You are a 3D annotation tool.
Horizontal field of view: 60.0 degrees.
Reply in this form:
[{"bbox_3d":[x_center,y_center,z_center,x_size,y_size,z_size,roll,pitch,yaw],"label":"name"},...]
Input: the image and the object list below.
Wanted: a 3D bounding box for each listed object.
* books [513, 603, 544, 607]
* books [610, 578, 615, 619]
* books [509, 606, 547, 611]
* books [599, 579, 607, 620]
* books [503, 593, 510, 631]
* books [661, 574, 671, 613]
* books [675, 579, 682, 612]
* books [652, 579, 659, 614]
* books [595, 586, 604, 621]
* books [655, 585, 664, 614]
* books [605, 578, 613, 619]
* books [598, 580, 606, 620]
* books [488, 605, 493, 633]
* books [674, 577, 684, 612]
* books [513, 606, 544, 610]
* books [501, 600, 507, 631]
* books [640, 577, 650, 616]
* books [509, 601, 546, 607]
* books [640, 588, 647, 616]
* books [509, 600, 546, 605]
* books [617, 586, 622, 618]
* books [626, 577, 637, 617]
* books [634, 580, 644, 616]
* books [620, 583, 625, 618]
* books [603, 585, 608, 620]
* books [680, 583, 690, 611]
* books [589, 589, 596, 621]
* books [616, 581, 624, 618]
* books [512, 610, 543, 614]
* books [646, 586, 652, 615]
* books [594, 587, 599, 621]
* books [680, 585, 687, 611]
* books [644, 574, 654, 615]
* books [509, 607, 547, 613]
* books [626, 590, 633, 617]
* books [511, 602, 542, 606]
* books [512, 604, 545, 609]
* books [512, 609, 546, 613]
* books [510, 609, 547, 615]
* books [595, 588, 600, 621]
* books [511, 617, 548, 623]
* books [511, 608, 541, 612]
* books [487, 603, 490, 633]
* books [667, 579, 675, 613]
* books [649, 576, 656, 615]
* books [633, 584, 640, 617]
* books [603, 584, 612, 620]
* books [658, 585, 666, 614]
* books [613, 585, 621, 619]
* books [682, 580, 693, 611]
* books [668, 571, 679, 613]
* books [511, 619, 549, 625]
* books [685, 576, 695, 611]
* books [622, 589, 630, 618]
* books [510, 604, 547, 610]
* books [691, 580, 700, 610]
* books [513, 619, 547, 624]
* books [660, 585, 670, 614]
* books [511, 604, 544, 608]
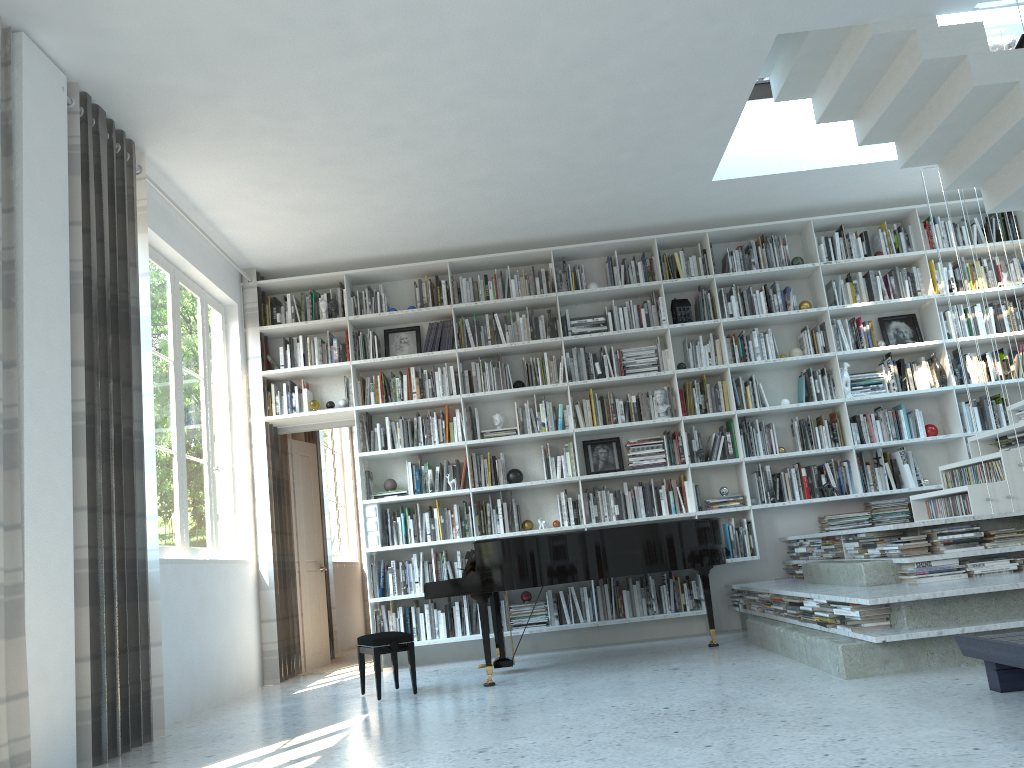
[{"bbox_3d":[0.122,1.697,6.815,0.254,0.005,0.161,-6,-12,1],"label":"books"},{"bbox_3d":[0.769,1.638,6.795,0.034,0.310,0.170,-6,-11,1],"label":"books"},{"bbox_3d":[0.122,1.721,6.801,0.285,0.005,0.160,-6,-12,-3],"label":"books"},{"bbox_3d":[0.698,1.633,6.805,0.014,0.339,0.140,-6,-11,1],"label":"books"},{"bbox_3d":[-0.038,1.745,6.809,0.027,0.281,0.129,-6,-11,1],"label":"books"},{"bbox_3d":[1.180,1.598,6.778,0.011,0.292,0.184,-6,-11,1],"label":"books"},{"bbox_3d":[1.259,1.619,6.789,0.028,0.238,0.140,-6,-11,1],"label":"books"},{"bbox_3d":[1.086,1.627,6.793,0.024,0.261,0.132,-6,-11,1],"label":"books"},{"bbox_3d":[0.668,1.674,6.781,0.026,0.255,0.183,-6,-11,1],"label":"books"},{"bbox_3d":[1.120,1.649,6.796,0.040,0.212,0.129,-6,-11,1],"label":"books"},{"bbox_3d":[0.745,1.628,6.797,0.012,0.336,0.144,-6,-11,1],"label":"books"},{"bbox_3d":[0.686,1.650,6.785,0.014,0.300,0.185,-6,-11,1],"label":"books"},{"bbox_3d":[-0.161,1.801,6.803,0.025,0.197,0.160,-6,-11,1],"label":"books"},{"bbox_3d":[1.277,1.604,6.776,0.011,0.257,0.172,-6,-11,1],"label":"books"},{"bbox_3d":[0.125,1.716,6.802,0.254,0.005,0.161,-7,-12,4],"label":"books"},{"bbox_3d":[-0.062,1.775,6.804,0.027,0.226,0.139,-6,-11,1],"label":"books"},{"bbox_3d":[1.016,1.621,6.784,0.013,0.284,0.185,-6,-11,1],"label":"books"},{"bbox_3d":[0.122,1.691,6.817,0.285,0.005,0.160,-6,-12,1],"label":"books"},{"bbox_3d":[1.003,1.666,6.789,0.024,0.203,0.145,-6,-11,1],"label":"books"},{"bbox_3d":[0.120,1.678,6.807,0.285,0.005,0.160,-7,-12,5],"label":"books"},{"bbox_3d":[0.818,1.669,6.795,0.012,0.238,0.129,-6,-11,1],"label":"books"},{"bbox_3d":[0.915,1.631,6.798,0.026,0.293,0.155,-6,-11,1],"label":"books"},{"bbox_3d":[0.973,1.641,6.796,0.028,0.260,0.133,-6,-11,1],"label":"books"},{"bbox_3d":[0.841,1.660,6.801,0.012,0.254,0.151,-6,-11,1],"label":"books"},{"bbox_3d":[0.714,1.674,6.809,0.010,0.258,0.131,-6,-11,1],"label":"books"},{"bbox_3d":[1.320,1.626,6.771,0.022,0.204,0.191,-6,-11,1],"label":"books"},{"bbox_3d":[0.616,1.695,6.807,0.021,0.237,0.116,-6,-11,1],"label":"books"},{"bbox_3d":[0.828,1.651,6.802,0.012,0.275,0.155,-6,-11,1],"label":"books"},{"bbox_3d":[0.125,1.744,6.804,0.254,0.005,0.161,-6,-12,0],"label":"books"},{"bbox_3d":[1.038,1.655,6.781,0.022,0.212,0.167,-6,-11,1],"label":"books"},{"bbox_3d":[0.640,1.683,6.801,0.012,0.253,0.161,-6,-11,1],"label":"books"},{"bbox_3d":[1.299,1.637,6.780,0.024,0.191,0.155,-6,-11,1],"label":"books"},{"bbox_3d":[1.049,1.592,6.783,0.014,0.335,0.183,-6,-11,1],"label":"books"},{"bbox_3d":[0.123,1.734,6.806,0.285,0.005,0.160,-6,-12,0],"label":"books"},{"bbox_3d":[0.892,1.684,6.800,0.030,0.196,0.143,-6,-11,1],"label":"books"},{"bbox_3d":[0.121,1.686,6.815,0.254,0.005,0.161,-7,-12,2],"label":"books"},{"bbox_3d":[0.123,1.705,6.802,0.254,0.005,0.161,-5,-12,-4],"label":"books"},{"bbox_3d":[0.124,1.739,6.805,0.285,0.005,0.160,-7,-12,2],"label":"books"},{"bbox_3d":[0.125,1.749,6.801,0.285,0.005,0.160,-6,-12,-1],"label":"books"},{"bbox_3d":[0.652,1.690,6.803,0.010,0.237,0.134,-6,-11,1],"label":"books"},{"bbox_3d":[0.135,1.806,6.789,0.285,0.007,0.160,-7,-12,3],"label":"books"},{"bbox_3d":[0.123,1.729,6.809,0.254,0.005,0.161,-6,-12,1],"label":"books"},{"bbox_3d":[-0.181,1.788,6.811,0.012,0.230,0.138,-6,-11,1],"label":"books"},{"bbox_3d":[1.209,1.613,6.764,0.044,0.250,0.187,-6,-11,1],"label":"books"},{"bbox_3d":[1.065,1.613,6.780,0.014,0.287,0.185,-6,-11,1],"label":"books"},{"bbox_3d":[0.946,1.657,6.795,0.030,0.234,0.138,-6,-11,1],"label":"books"},{"bbox_3d":[0.731,1.667,6.800,0.025,0.263,0.145,-6,-11,1],"label":"books"},{"bbox_3d":[1.145,1.643,6.764,0.010,0.205,0.180,-6,-11,1],"label":"books"},{"bbox_3d":[0.800,1.668,6.799,0.022,0.246,0.144,-6,-11,1],"label":"books"},{"bbox_3d":[1.344,1.614,6.784,0.028,0.227,0.162,-6,-11,1],"label":"books"},{"bbox_3d":[1.234,1.578,6.774,0.013,0.316,0.187,-6,-11,1],"label":"books"},{"bbox_3d":[0.136,1.819,6.779,0.285,0.007,0.160,-7,-12,5],"label":"books"},{"bbox_3d":[1.363,1.596,6.778,0.013,0.255,0.177,-6,-11,1],"label":"books"},{"bbox_3d":[0.862,1.676,6.772,0.028,0.206,0.175,-6,-11,1],"label":"books"},{"bbox_3d":[0.124,1.711,6.805,0.285,0.005,0.160,-6,-12,-2],"label":"books"},{"bbox_3d":[1.385,1.611,6.768,0.029,0.217,0.191,-6,-11,1],"label":"books"},{"bbox_3d":[0.136,1.813,6.783,0.254,0.007,0.161,-6,-12,-3],"label":"books"},{"bbox_3d":[1.164,1.640,6.769,0.029,0.209,0.171,-6,-11,1],"label":"books"},{"bbox_3d":[0.123,1.702,6.814,0.254,0.005,0.161,-6,-12,1],"label":"books"}]
